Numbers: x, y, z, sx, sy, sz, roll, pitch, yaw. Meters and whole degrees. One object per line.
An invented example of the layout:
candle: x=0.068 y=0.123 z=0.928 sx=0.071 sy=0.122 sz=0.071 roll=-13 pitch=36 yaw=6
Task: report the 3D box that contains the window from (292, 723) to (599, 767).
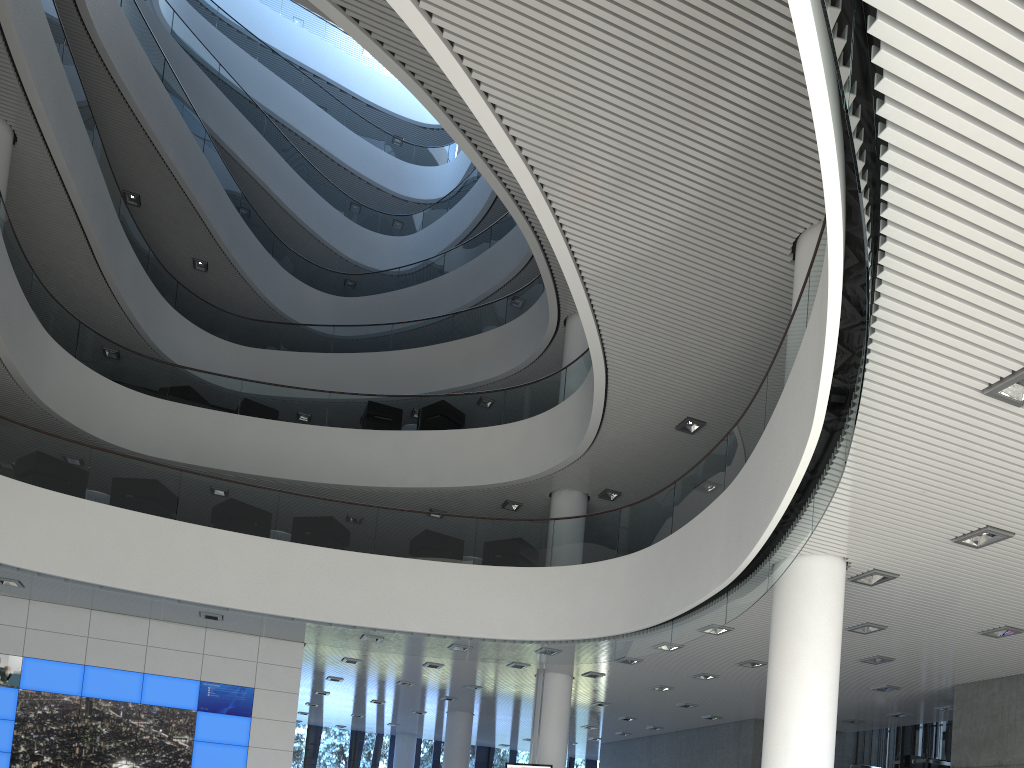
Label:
window: x=-3.181 y=8.774 z=16.972 sx=18.694 sy=2.772 sz=0.079 roll=16 pitch=-7 yaw=-19
